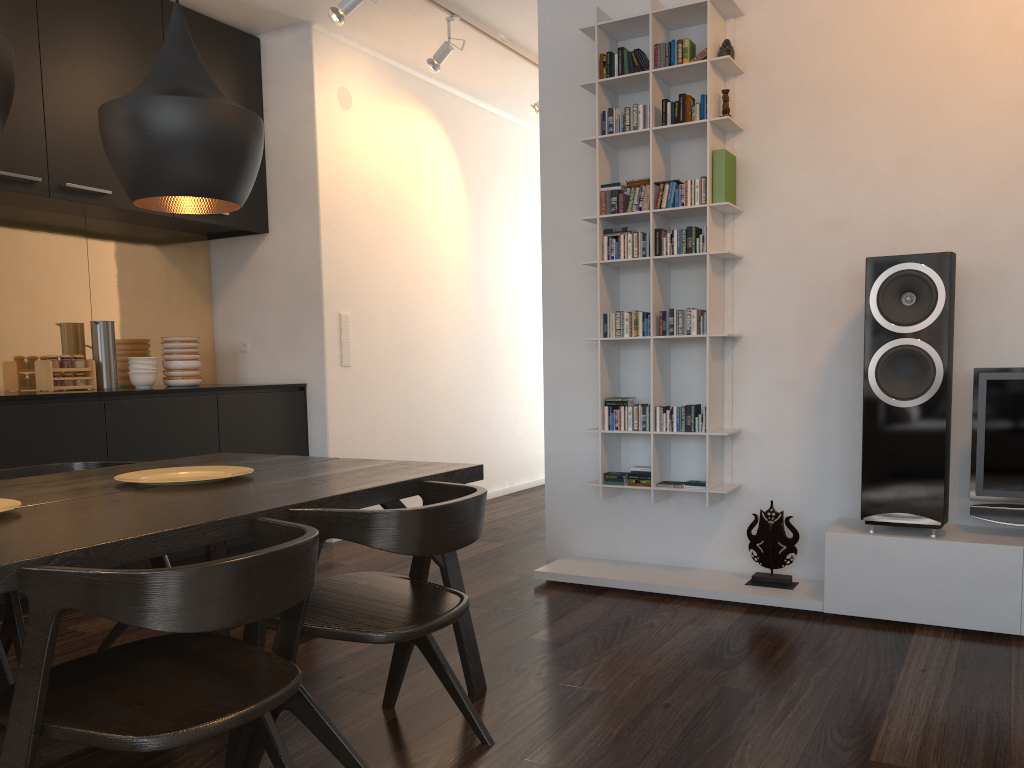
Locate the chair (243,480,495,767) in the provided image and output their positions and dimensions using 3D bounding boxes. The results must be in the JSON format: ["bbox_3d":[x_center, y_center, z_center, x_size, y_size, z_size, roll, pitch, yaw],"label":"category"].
[{"bbox_3d":[-0.327,0.600,2.167,0.519,0.675,0.590,1,4,28],"label":"chair"}]

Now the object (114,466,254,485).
[{"bbox_3d":[-0.884,0.250,2.397,0.355,0.017,0.354,0,2,33],"label":"object"}]

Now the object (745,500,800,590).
[{"bbox_3d":[1.059,0.644,3.599,0.212,0.353,0.121,1,6,29],"label":"object"}]

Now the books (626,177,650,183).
[{"bbox_3d":[0.546,-0.845,3.697,0.111,0.014,0.093,0,2,29],"label":"books"}]

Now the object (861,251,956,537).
[{"bbox_3d":[1.461,0.045,3.261,0.294,1.009,0.279,2,6,29],"label":"object"}]

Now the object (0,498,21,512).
[{"bbox_3d":[-1.211,0.269,1.818,0.356,0.017,0.354,-1,1,10],"label":"object"}]

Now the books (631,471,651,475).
[{"bbox_3d":[0.567,0.378,3.804,0.092,0.014,0.069,0,2,29],"label":"books"}]

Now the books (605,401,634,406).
[{"bbox_3d":[0.467,0.084,3.848,0.107,0.023,0.068,0,2,29],"label":"books"}]

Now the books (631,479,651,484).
[{"bbox_3d":[0.567,0.416,3.807,0.092,0.014,0.069,0,2,29],"label":"books"}]

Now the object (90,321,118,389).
[{"bbox_3d":[-2.057,-0.146,4.491,0.114,0.342,0.163,2,6,32],"label":"object"}]

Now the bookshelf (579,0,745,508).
[{"bbox_3d":[0.631,-0.533,3.749,0.639,2.088,0.225,2,6,29],"label":"bookshelf"}]

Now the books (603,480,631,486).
[{"bbox_3d":[0.460,0.430,3.868,0.098,0.015,0.074,0,2,29],"label":"books"}]

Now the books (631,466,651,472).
[{"bbox_3d":[0.567,0.364,3.803,0.092,0.014,0.069,0,2,29],"label":"books"}]

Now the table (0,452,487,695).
[{"bbox_3d":[-1.163,0.618,1.847,1.106,0.683,2.490,0,2,29],"label":"table"}]

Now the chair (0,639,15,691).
[{"bbox_3d":[-1.680,0.623,2.282,0.519,0.675,0.590,1,4,28],"label":"chair"}]

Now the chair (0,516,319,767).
[{"bbox_3d":[-0.627,0.617,1.636,0.519,0.675,0.590,1,4,30],"label":"chair"}]

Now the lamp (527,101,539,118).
[{"bbox_3d":[0.212,-1.790,5.557,0.250,0.241,0.085,-2,5,-18],"label":"lamp"}]

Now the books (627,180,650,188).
[{"bbox_3d":[0.541,-0.831,3.691,0.107,0.018,0.068,0,2,29],"label":"books"}]

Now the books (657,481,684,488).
[{"bbox_3d":[0.687,0.429,3.781,0.111,0.012,0.093,0,2,29],"label":"books"}]

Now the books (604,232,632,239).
[{"bbox_3d":[0.463,-0.637,3.797,0.111,0.012,0.093,0,2,29],"label":"books"}]

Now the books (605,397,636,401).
[{"bbox_3d":[0.476,0.066,3.860,0.111,0.012,0.093,0,2,29],"label":"books"}]

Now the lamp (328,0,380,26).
[{"bbox_3d":[-0.701,-1.737,3.964,0.250,0.241,0.084,-1,5,5],"label":"lamp"}]

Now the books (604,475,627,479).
[{"bbox_3d":[0.458,0.403,3.866,0.092,0.015,0.069,0,2,29],"label":"books"}]

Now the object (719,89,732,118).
[{"bbox_3d":[0.862,-1.117,3.559,0.045,0.141,0.064,1,5,21],"label":"object"}]

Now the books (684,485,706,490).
[{"bbox_3d":[0.777,0.430,3.706,0.092,0.014,0.069,0,2,29],"label":"books"}]

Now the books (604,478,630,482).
[{"bbox_3d":[0.460,0.416,3.868,0.092,0.014,0.069,0,2,29],"label":"books"}]

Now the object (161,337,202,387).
[{"bbox_3d":[-1.794,-0.120,4.800,0.197,0.266,0.197,-1,4,4],"label":"object"}]

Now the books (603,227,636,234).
[{"bbox_3d":[0.463,-0.653,3.799,0.111,0.022,0.095,0,2,29],"label":"books"}]

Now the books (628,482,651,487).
[{"bbox_3d":[0.563,0.431,3.814,0.107,0.016,0.068,0,2,29],"label":"books"}]

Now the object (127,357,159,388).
[{"bbox_3d":[-1.924,-0.062,4.617,0.157,0.161,0.153,-3,4,-32],"label":"object"}]

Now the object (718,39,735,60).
[{"bbox_3d":[0.859,-1.327,3.541,0.064,0.101,0.059,-1,4,6],"label":"object"}]

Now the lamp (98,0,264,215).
[{"bbox_3d":[-0.872,-0.747,2.340,0.410,0.544,0.409,-2,4,-13],"label":"lamp"}]

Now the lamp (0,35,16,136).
[{"bbox_3d":[-1.214,-0.727,1.734,0.411,0.544,0.408,-1,4,6],"label":"lamp"}]

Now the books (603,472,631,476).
[{"bbox_3d":[0.463,0.393,3.864,0.107,0.009,0.068,0,2,29],"label":"books"}]

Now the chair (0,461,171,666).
[{"bbox_3d":[-1.383,0.605,2.810,0.519,0.675,0.590,1,4,29],"label":"chair"}]

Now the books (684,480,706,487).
[{"bbox_3d":[0.778,0.416,3.699,0.093,0.014,0.069,0,2,35],"label":"books"}]

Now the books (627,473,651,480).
[{"bbox_3d":[0.559,0.398,3.807,0.107,0.023,0.068,0,2,29],"label":"books"}]
